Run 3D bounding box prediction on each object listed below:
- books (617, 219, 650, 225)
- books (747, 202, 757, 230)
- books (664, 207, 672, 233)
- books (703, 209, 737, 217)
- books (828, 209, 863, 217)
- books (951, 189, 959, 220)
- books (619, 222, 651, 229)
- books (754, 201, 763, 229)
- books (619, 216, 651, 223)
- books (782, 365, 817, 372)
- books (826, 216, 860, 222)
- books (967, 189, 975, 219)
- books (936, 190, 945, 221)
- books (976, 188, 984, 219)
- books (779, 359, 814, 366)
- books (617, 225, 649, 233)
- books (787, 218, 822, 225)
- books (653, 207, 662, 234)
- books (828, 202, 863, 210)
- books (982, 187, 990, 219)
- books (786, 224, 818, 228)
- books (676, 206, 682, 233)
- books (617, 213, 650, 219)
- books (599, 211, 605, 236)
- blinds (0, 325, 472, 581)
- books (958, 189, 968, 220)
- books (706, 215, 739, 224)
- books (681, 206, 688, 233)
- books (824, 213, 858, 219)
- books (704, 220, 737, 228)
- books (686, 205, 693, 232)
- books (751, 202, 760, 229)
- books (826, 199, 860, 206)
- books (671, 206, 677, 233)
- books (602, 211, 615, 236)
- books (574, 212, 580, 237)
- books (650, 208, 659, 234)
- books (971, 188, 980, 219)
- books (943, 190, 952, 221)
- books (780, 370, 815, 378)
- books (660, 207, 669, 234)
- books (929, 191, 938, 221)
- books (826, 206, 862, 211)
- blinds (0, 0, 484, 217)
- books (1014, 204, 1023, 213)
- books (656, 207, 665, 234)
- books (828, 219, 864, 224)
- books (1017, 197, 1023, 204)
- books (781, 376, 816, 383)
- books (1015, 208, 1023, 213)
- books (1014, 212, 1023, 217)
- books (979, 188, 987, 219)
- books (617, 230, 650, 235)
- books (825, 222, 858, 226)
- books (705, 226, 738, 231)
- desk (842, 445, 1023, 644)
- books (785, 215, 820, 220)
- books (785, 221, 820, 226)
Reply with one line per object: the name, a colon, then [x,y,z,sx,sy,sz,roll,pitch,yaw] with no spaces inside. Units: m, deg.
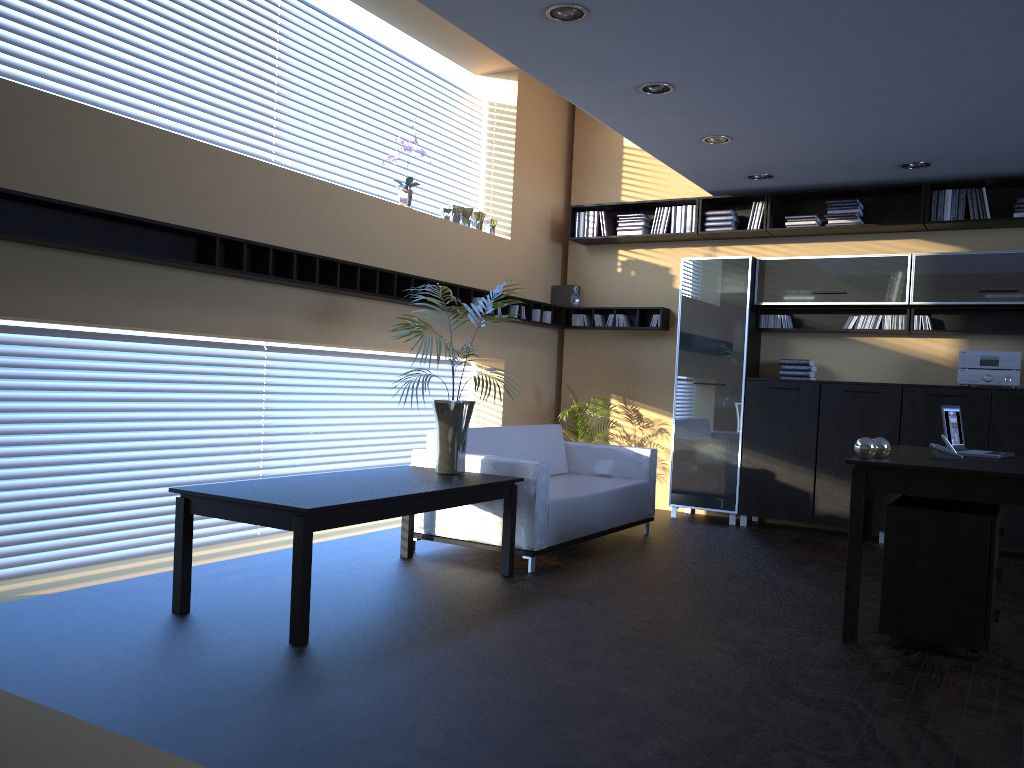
books: [1.189,-1.579,8.675,0.258,0.028,0.207,3,0,31]
books: [2.211,-1.513,8.090,0.075,0.260,0.207,4,1,30]
books: [1.524,-1.547,8.499,0.075,0.260,0.207,4,1,30]
books: [1.939,-1.575,8.245,0.258,0.050,0.207,3,0,30]
books: [2.895,-1.480,7.697,0.258,0.028,0.207,3,0,30]
books: [3.634,-1.442,7.262,0.050,0.258,0.207,4,1,30]
books: [1.206,-1.549,8.688,0.258,0.028,0.207,3,0,30]
books: [2.261,-1.510,8.049,0.075,0.260,0.207,4,1,30]
books: [1.208,-1.606,8.681,0.258,0.028,0.207,3,0,30]
books: [2.561,-0.140,7.900,0.258,0.050,0.207,3,0,31]
books: [2.882,-1.423,7.698,0.258,0.028,0.207,3,0,30]
books: [3.732,-1.438,7.200,0.075,0.260,0.207,4,1,31]
books: [3.544,-1.447,7.313,0.050,0.258,0.207,4,1,31]
books: [3.785,-1.433,7.163,0.072,0.258,0.207,4,1,31]
books: [2.539,-0.192,7.900,0.258,0.050,0.207,3,0,30]
books: [1.187,-1.510,8.686,0.258,0.050,0.207,3,0,30]
books: [2.595,-1.437,7.859,0.258,0.028,0.207,3,0,30]
books: [1.434,-1.551,8.534,0.075,0.260,0.207,4,1,30]
books: [2.892,-1.537,7.682,0.258,0.028,0.207,3,0,30]
books: [3.819,-1.433,7.132,0.072,0.258,0.207,4,1,30]
books: [2.586,-1.380,7.854,0.258,0.028,0.207,3,0,31]
books: [1.619,-1.542,8.432,0.050,0.258,0.207,4,1,30]
books: [1.190,-1.635,8.690,0.258,0.028,0.207,3,0,30]
books: [0.934,-1.576,8.836,0.075,0.260,0.207,4,1,30]
blinds: [-1.797,0.408,6.315,0.047,1.368,5.392,4,1,30]
books: [3.678,-1.440,7.234,0.050,0.258,0.207,4,1,31]
books: [1.957,-1.522,8.239,0.258,0.050,0.207,3,0,30]
books: [1.660,-1.540,8.399,0.050,0.258,0.207,4,1,31]
books: [2.872,-1.452,7.720,0.258,0.028,0.207,3,0,29]
books: [1.939,-1.472,8.238,0.258,0.050,0.207,3,0,30]
books: [1.705,-1.538,8.373,0.050,0.258,0.207,4,1,30]
books: [2.240,-1.511,8.077,0.075,0.260,0.207,4,1,30]
books: [2.877,-1.566,7.695,0.258,0.028,0.207,3,0,30]
books: [1.575,-1.544,8.458,0.050,0.258,0.207,4,1,31]
books: [0.959,-1.574,8.815,0.075,0.260,0.207,4,1,30]
books: [0.699,-1.587,8.969,0.050,0.258,0.207,4,1,30]
books: [1.410,-1.552,8.555,0.075,0.260,0.207,4,1,30]
books: [3.759,-1.436,7.183,0.075,0.260,0.207,4,1,30]
books: [3.586,-1.445,7.282,0.050,0.258,0.207,4,1,31]
books: [2.543,-0.090,7.900,0.258,0.050,0.207,3,0,31]
books: [1.489,-1.548,8.502,0.075,0.260,0.207,4,1,30]
books: [3.499,-1.449,7.340,0.050,0.258,0.207,4,1,31]
books: [2.882,-1.509,7.692,0.258,0.028,0.207,3,0,30]
blinds: [-1.676,-2.167,6.239,0.039,1.462,5.392,4,1,30]
books: [4.102,-1.388,6.982,0.258,0.031,0.207,3,0,30]
books: [1.461,-1.550,8.517,0.075,0.260,0.207,4,1,31]
books: [2.899,-1.394,7.691,0.258,0.028,0.207,3,0,31]
books: [4.118,-1.429,6.964,0.258,0.050,0.207,3,0,30]
books: [2.547,-0.038,7.892,0.258,0.050,0.207,3,0,31]
books: [4.111,-1.357,6.977,0.258,0.031,0.207,3,0,30]
books: [4.103,-1.314,6.990,0.258,0.050,0.207,3,0,30]
books: [3.812,-1.434,7.166,0.072,0.258,0.207,4,1,31]
books: [1.191,-1.458,8.678,0.258,0.050,0.207,3,0,31]
books: [2.874,-1.366,7.694,0.258,0.028,0.207,3,0,30]
books: [1.948,-1.420,8.239,0.258,0.050,0.207,3,0,30]
desk: [2.470,0.852,4.912,0.913,0.891,1.895,3,1,30]
books: [2.581,-1.466,7.874,0.258,0.028,0.207,3,0,30]
books: [2.580,-1.409,7.860,0.258,0.028,0.207,3,0,31]
